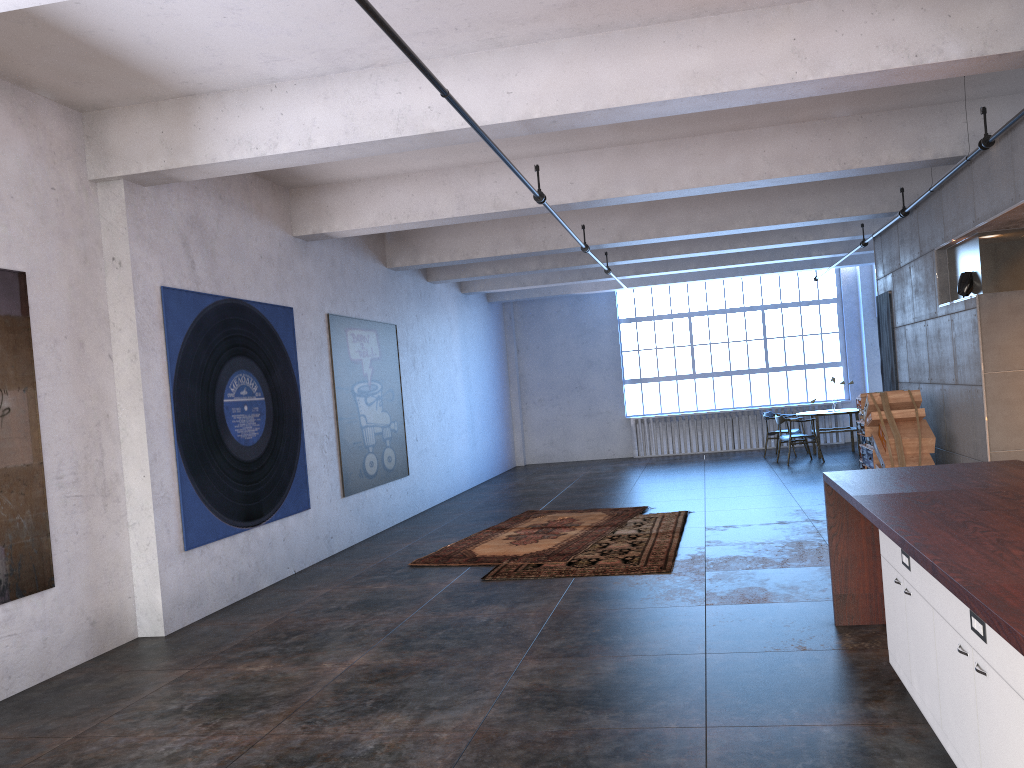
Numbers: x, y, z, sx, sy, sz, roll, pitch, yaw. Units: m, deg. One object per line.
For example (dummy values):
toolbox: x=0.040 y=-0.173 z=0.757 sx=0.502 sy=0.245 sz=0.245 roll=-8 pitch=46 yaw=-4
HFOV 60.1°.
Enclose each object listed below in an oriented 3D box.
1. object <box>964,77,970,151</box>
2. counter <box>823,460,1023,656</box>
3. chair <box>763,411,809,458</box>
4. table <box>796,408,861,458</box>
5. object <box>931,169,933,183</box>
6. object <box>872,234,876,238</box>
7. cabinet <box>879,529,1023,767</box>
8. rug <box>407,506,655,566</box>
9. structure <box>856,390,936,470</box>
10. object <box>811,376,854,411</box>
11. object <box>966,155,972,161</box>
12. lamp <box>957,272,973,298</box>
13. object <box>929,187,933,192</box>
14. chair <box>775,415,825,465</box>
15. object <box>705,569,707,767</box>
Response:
object: x=3.878 y=0.153 z=1.934 sx=0.051 sy=0.060 sz=0.058 roll=-5 pitch=0 yaw=-44
counter: x=1.841 y=1.023 z=2.210 sx=1.133 sy=0.971 sz=6.705 roll=-5 pitch=0 yaw=12
chair: x=5.111 y=0.933 z=16.628 sx=0.660 sy=0.864 sz=0.742 roll=-4 pitch=0 yaw=38
table: x=5.855 y=0.916 z=16.038 sx=1.335 sy=0.851 sz=1.285 roll=-5 pitch=0 yaw=-35
object: x=3.907 y=0.164 z=1.874 sx=0.052 sy=0.053 sz=0.062 roll=-5 pitch=0 yaw=-31
object: x=3.883 y=0.177 z=1.821 sx=0.062 sy=0.052 sz=0.052 roll=-5 pitch=0 yaw=-31
cabinet: x=1.702 y=1.060 z=1.610 sx=0.915 sy=0.930 sz=5.690 roll=-5 pitch=0 yaw=12
rug: x=0.394 y=1.667 z=10.073 sx=1.851 sy=0.048 sz=3.569 roll=-5 pitch=-1 yaw=21
structure: x=4.090 y=0.721 z=9.668 sx=0.633 sy=1.315 sz=1.927 roll=-5 pitch=0 yaw=12
object: x=5.793 y=0.176 z=16.011 sx=0.768 sy=0.624 sz=0.241 roll=-5 pitch=1 yaw=13
object: x=3.807 y=0.160 z=1.815 sx=0.063 sy=0.051 sz=0.053 roll=-5 pitch=0 yaw=3
lamp: x=4.296 y=-0.929 z=8.348 sx=0.213 sy=0.259 sz=0.170 roll=-5 pitch=1 yaw=-8
object: x=3.884 y=0.212 z=1.867 sx=0.052 sy=0.053 sz=0.061 roll=-5 pitch=0 yaw=-36
chair: x=4.917 y=0.938 z=15.225 sx=0.674 sy=0.864 sz=0.726 roll=-5 pitch=0 yaw=-2
object: x=3.467 y=1.540 z=5.036 sx=19.596 sy=0.001 sz=27.402 roll=-5 pitch=0 yaw=12
